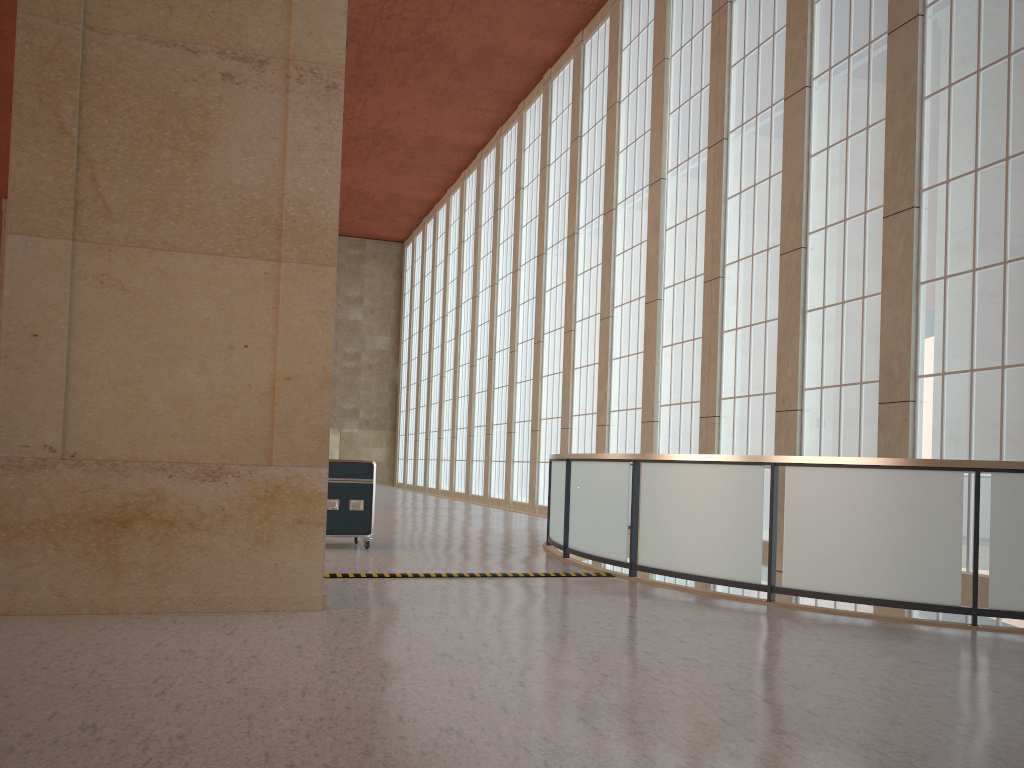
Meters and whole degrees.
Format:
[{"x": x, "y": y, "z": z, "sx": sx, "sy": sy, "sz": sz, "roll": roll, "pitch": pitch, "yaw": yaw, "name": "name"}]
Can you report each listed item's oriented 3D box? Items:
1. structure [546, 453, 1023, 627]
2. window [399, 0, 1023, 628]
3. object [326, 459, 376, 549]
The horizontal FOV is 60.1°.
[{"x": 3.743, "y": 2.107, "z": 14.172, "sx": 5.253, "sy": 1.791, "sz": 13.100, "roll": 5, "pitch": -6, "yaw": -28, "name": "structure"}, {"x": -12.744, "y": 5.119, "z": 77.698, "sx": 0.010, "sy": 28.573, "sz": 165.281, "roll": 3, "pitch": -5, "yaw": -18, "name": "window"}, {"x": -3.046, "y": 2.108, "z": 15.701, "sx": 1.056, "sy": 1.538, "sz": 1.275, "roll": 3, "pitch": -3, "yaw": -18, "name": "object"}]
